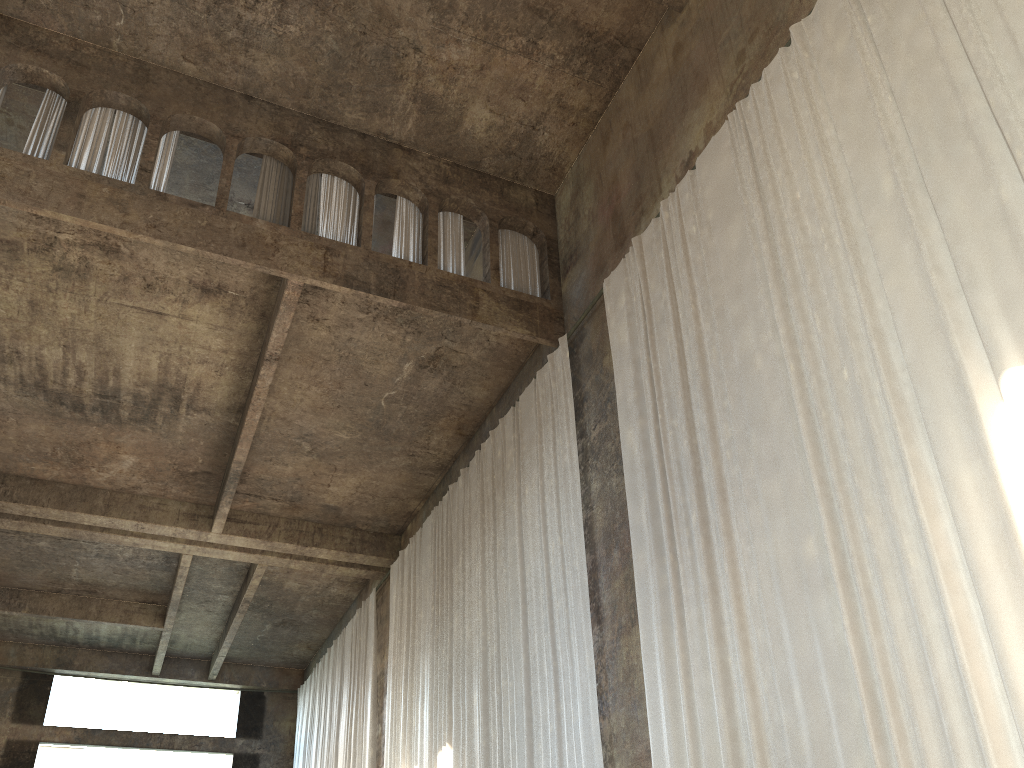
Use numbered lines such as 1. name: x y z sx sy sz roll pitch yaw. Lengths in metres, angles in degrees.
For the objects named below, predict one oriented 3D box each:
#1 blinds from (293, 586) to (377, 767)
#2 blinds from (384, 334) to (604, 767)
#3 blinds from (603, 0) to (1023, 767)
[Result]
1. blinds: -4.208 9.814 19.236 0.277 8.141 8.225 11 -34 -21
2. blinds: -0.720 4.999 12.304 0.277 8.141 8.237 10 -34 -20
3. blinds: 2.757 0.199 5.392 0.277 8.141 8.237 10 -34 -20
